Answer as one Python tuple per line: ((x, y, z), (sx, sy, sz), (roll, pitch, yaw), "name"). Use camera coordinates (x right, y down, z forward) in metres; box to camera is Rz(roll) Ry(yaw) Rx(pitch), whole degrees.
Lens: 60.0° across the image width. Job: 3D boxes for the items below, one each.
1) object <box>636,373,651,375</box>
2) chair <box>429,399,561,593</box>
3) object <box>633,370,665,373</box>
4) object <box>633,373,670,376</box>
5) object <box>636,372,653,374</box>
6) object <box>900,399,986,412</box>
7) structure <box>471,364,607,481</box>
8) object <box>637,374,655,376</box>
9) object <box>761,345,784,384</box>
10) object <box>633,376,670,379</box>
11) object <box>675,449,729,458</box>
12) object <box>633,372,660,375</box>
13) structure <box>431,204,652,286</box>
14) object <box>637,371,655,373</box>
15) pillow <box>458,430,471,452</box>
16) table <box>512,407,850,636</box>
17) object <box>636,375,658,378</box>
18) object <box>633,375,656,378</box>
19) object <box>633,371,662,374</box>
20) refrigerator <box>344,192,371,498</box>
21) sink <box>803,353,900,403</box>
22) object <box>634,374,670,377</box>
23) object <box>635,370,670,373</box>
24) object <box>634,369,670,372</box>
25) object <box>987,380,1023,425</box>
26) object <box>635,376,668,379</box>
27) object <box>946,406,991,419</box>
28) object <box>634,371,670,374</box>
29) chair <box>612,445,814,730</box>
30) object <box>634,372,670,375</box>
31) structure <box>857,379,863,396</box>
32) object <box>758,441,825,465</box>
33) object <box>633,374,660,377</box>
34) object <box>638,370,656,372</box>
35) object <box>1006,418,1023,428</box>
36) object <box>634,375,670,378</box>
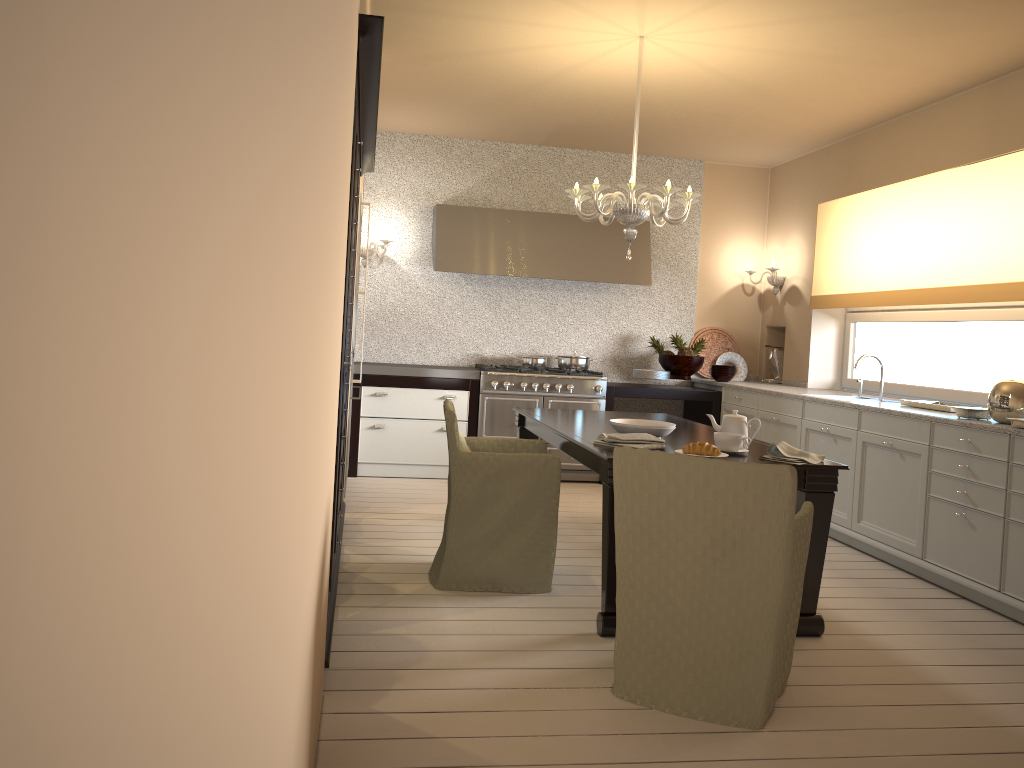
((1.059, -0.071, 6.726), (0.278, 0.011, 0.279), (2, 3, -22), "object")
((-0.061, 0.495, 3.856), (0.561, 0.800, 0.564), (3, 2, -3), "chair")
((1.060, -0.090, 6.725), (0.278, 0.011, 0.279), (2, 3, -22), "object")
((1.058, -0.068, 6.727), (0.278, 0.011, 0.279), (2, 3, -22), "object")
((1.059, -0.079, 6.725), (0.278, 0.011, 0.279), (2, 3, -22), "object")
((2.304, 0.120, 4.724), (0.240, 0.030, 0.429), (3, 3, -10), "object")
((0.172, 0.282, 6.667), (0.928, 0.804, 0.706), (3, 2, -10), "structure")
((1.059, -0.065, 6.727), (0.278, 0.011, 0.279), (2, 3, -22), "object")
((2.237, -0.151, 7.171), (0.391, 0.306, 0.383), (3, 2, -10), "object")
((1.057, -0.045, 6.726), (0.278, 0.011, 0.279), (2, 3, -22), "object")
((0.697, 0.261, 3.260), (0.194, 0.014, 0.195), (1, 4, -34), "object")
((1.059, -0.073, 6.727), (0.278, 0.011, 0.279), (2, 3, -22), "object")
((0.225, -1.058, 6.841), (1.661, 0.510, 0.480), (3, 2, -10), "structure")
((1.060, -0.087, 6.726), (0.278, 0.011, 0.279), (2, 3, -22), "object")
((-0.160, 0.359, 3.858), (0.192, 0.294, 0.441), (3, 3, -10), "pillow")
((0.600, 0.541, 4.145), (0.918, 0.653, 1.994), (3, 3, -10), "table")
((1.058, -0.056, 6.726), (0.278, 0.011, 0.279), (2, 3, -22), "object")
((1.058, -0.051, 6.727), (0.278, 0.011, 0.279), (2, 3, -22), "object")
((1.059, -0.082, 6.726), (0.278, 0.011, 0.279), (2, 3, -22), "object")
((-1.300, -0.266, 5.505), (0.741, 1.733, 1.104), (3, 2, -10), "refrigerator")
((2.077, 0.047, 5.412), (0.458, 0.481, 0.539), (3, 2, -10), "sink")
((1.058, -0.062, 6.727), (0.278, 0.011, 0.279), (2, 3, -22), "object")
((1.060, -0.093, 6.726), (0.278, 0.011, 0.279), (2, 3, -22), "object")
((1.061, -0.099, 6.726), (0.278, 0.011, 0.279), (2, 3, -22), "object")
((2.241, 0.083, 3.926), (0.235, 0.195, 0.236), (4, 2, 7), "object")
((1.057, -0.048, 6.727), (0.278, 0.011, 0.279), (2, 3, -22), "object")
((2.146, 0.136, 4.114), (0.197, 0.048, 0.153), (3, 3, -10), "object")
((1.060, -0.084, 6.726), (0.278, 0.011, 0.279), (2, 3, -22), "object")
((0.625, 0.593, 2.775), (0.564, 0.800, 0.561), (4, 2, 26), "chair")
((1.059, -0.076, 6.726), (0.278, 0.011, 0.279), (2, 3, -22), "object")
((2.261, 0.034, 5.765), (0.036, 0.135, 0.024), (3, 1, -10), "structure")
((1.055, 0.253, 3.314), (0.197, 0.063, 0.204), (6, 4, 43), "object")
((1.058, -0.059, 6.727), (0.278, 0.011, 0.279), (2, 3, -22), "object")
((1.060, -0.095, 6.726), (0.278, 0.011, 0.279), (2, 3, -22), "object")
((2.251, 0.180, 3.540), (0.274, 0.034, 0.447), (3, 3, -10), "object")
((1.058, -0.054, 6.727), (0.278, 0.011, 0.279), (2, 3, -22), "object")
